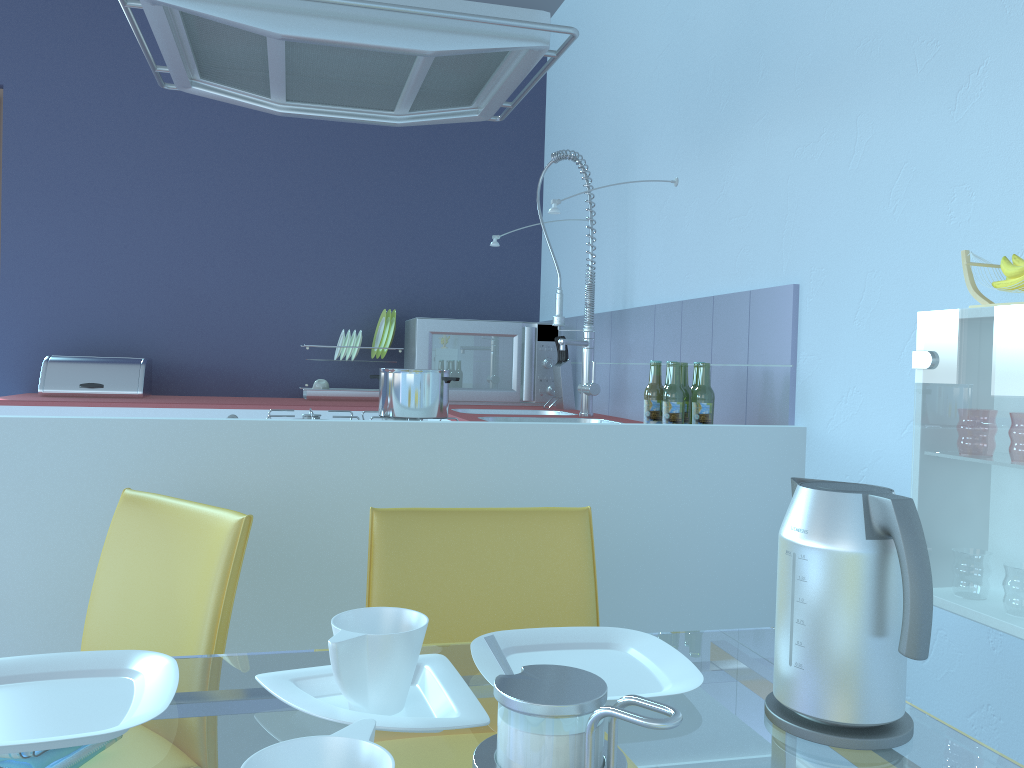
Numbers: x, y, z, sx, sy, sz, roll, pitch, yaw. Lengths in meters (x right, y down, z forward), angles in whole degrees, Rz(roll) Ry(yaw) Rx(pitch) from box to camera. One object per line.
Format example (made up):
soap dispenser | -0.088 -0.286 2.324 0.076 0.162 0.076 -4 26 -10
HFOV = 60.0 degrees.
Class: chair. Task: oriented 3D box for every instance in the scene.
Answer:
chair | -0.642 0.522 1.180 0.387 0.695 0.484 3 2 39
chair | -0.011 0.541 1.157 0.387 0.695 0.484 1 1 -12

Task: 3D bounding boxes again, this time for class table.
table | -0.150 0.605 0.656 1.173 0.590 0.730 1 1 -14

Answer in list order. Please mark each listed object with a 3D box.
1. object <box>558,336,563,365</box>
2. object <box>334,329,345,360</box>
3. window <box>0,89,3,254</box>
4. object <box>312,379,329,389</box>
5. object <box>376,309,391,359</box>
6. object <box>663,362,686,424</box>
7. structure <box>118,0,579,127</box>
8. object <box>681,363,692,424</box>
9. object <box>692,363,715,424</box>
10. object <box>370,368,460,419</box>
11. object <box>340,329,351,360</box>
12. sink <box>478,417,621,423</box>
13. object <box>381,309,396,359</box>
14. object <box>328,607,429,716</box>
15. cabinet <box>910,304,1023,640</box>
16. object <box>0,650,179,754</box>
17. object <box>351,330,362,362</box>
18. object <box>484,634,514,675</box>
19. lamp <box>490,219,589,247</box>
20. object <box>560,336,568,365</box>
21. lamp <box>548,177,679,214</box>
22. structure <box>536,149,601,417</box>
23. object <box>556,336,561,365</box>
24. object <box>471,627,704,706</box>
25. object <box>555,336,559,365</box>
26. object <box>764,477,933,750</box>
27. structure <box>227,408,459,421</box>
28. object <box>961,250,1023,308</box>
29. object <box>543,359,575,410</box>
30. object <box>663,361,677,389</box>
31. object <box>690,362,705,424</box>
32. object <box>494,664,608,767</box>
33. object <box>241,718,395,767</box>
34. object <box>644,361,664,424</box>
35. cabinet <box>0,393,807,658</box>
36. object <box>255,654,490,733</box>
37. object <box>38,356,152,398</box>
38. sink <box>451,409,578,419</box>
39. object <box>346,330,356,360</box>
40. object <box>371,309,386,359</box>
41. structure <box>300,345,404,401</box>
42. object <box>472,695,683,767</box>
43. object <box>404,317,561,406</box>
object | 0.198 -0.058 3.523 0.038 0.265 0.019 2 1 -5
object | -0.726 -0.163 3.736 0.039 0.136 0.140 1 1 -19
window | -2.772 -0.579 3.423 1.475 1.263 0.142 1 1 -14
object | -0.815 0.020 3.763 0.083 0.082 0.097 2 1 19
object | -0.547 -0.214 3.790 0.053 0.214 0.220 1 1 -18
object | 0.381 0.042 2.085 0.052 0.187 0.052 2 1 5
structure | -0.363 -1.156 2.013 0.895 0.962 0.695 1 1 -14
object | 0.408 0.042 2.138 0.052 0.187 0.052 2 1 5
object | 0.450 0.044 2.086 0.052 0.187 0.052 2 1 5
object | -0.218 0.020 1.978 0.170 0.106 0.157 1 1 -31
object | -0.703 -0.163 3.743 0.039 0.136 0.140 1 1 -19
sink | 0.119 0.200 2.751 0.428 0.172 0.326 1 1 -14
object | -0.527 -0.213 3.797 0.053 0.214 0.220 1 1 -18
object | -0.134 0.264 0.832 0.111 0.083 0.091 1 1 -32
cabinet | 0.756 0.119 1.202 0.173 0.450 0.450 1 1 -14
object | -0.422 0.288 0.800 0.228 0.020 0.228 1 1 -17
object | -0.657 -0.162 3.757 0.039 0.136 0.140 1 1 -19
object | 0.008 0.254 0.724 0.077 0.079 0.023 3 2 41
lamp | 0.113 -0.580 3.364 0.400 0.134 0.037 1 1 -14
object | 0.203 -0.057 3.500 0.037 0.265 0.019 2 1 -5
lamp | 0.300 -0.559 2.620 0.400 0.134 0.037 1 1 -14
structure | 0.203 -0.349 3.010 0.178 0.920 0.308 1 1 -16
object | 0.192 -0.059 3.546 0.038 0.265 0.019 2 1 -5
object | 0.073 0.300 0.934 0.228 0.020 0.228 1 1 -12
object | 0.186 -0.059 3.567 0.037 0.265 0.019 1 1 -24
object | 0.317 0.208 0.834 0.146 0.222 0.132 2 1 28
structure | -0.399 0.090 2.046 0.600 0.047 0.500 1 1 -14
object | 0.747 -0.158 1.306 0.077 0.100 0.203 1 1 -22
object | 0.188 0.000 3.530 0.109 0.200 0.100 1 1 -14
object | 0.397 0.038 2.212 0.052 0.190 0.052 3 2 41
object | 0.457 0.041 2.174 0.052 0.190 0.052 3 2 41
object | 0.031 0.273 0.704 0.087 0.071 0.090 3 2 41
object | -0.110 0.270 0.538 0.111 0.083 0.091 1 2 -42
object | 0.349 0.038 2.167 0.052 0.190 0.052 3 2 41
cabinet | -0.662 0.441 2.784 2.139 0.800 2.200 1 1 -14
object | -0.127 0.297 0.820 0.194 0.020 0.190 1 1 -23
object | -1.611 -0.029 3.449 0.364 0.153 0.235 1 1 -14
sink | 0.003 0.187 3.211 0.428 0.172 0.326 1 1 -14
object | -0.680 -0.162 3.750 0.039 0.136 0.140 1 1 -19
object | -0.567 -0.214 3.784 0.053 0.214 0.220 1 1 -18
structure | -0.680 -0.045 3.752 0.408 0.225 0.194 1 1 -18
object | 0.039 0.274 0.684 0.123 0.081 0.166 1 1 -23
object | -0.136 -0.092 3.816 0.611 0.350 0.367 1 1 -14
